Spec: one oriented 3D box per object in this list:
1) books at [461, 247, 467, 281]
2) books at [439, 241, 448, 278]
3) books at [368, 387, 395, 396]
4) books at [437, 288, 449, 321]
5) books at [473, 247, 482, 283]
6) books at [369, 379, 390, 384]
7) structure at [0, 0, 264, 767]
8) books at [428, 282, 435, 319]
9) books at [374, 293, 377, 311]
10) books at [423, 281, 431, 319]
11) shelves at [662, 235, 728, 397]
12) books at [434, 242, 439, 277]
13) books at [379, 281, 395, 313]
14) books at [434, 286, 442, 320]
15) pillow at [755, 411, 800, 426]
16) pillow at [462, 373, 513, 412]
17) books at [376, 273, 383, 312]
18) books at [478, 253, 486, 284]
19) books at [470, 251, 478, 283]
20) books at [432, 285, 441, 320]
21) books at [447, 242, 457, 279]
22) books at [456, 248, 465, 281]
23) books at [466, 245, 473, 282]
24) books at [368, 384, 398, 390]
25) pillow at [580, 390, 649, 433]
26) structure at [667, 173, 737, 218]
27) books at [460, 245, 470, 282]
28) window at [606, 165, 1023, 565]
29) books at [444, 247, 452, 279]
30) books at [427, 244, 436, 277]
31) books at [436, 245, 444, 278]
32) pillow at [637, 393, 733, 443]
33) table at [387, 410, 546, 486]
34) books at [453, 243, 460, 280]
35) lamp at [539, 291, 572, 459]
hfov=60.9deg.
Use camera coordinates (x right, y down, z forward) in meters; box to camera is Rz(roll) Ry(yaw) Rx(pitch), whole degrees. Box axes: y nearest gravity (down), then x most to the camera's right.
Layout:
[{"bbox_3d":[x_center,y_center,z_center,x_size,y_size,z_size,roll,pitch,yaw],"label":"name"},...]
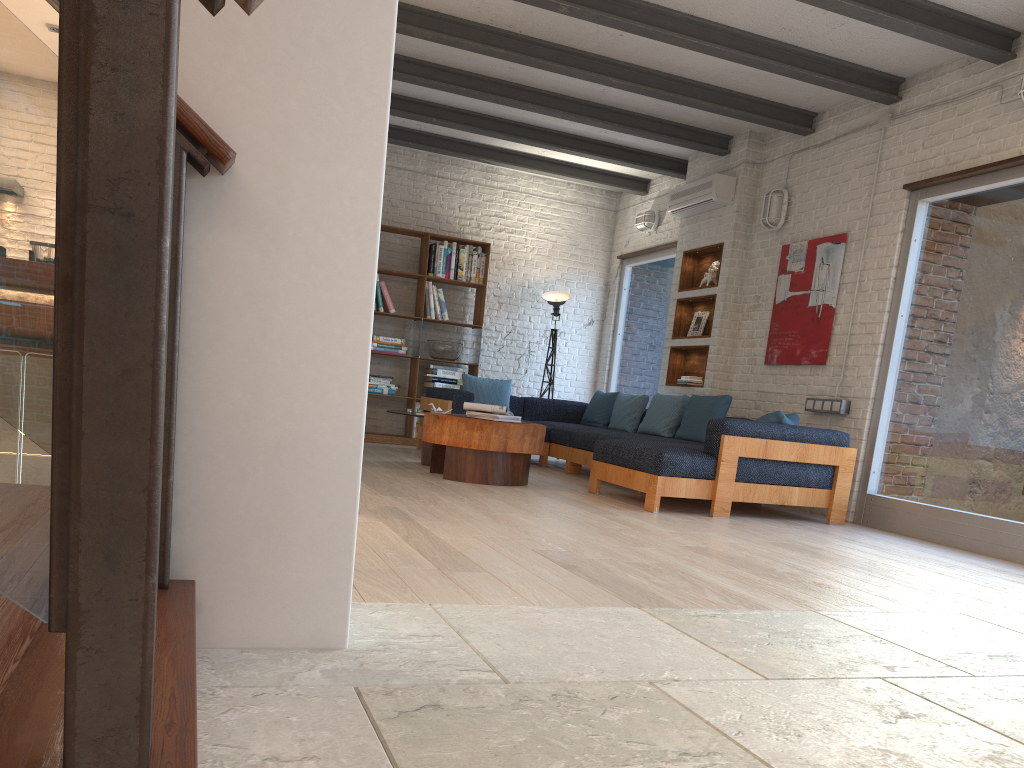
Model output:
[{"bbox_3d":[-0.544,-1.260,9.268,0.021,0.366,0.265,3,7,-20],"label":"books"},{"bbox_3d":[-0.744,-1.296,9.186,0.036,0.391,0.238,3,7,-20],"label":"books"},{"bbox_3d":[-1.404,0.075,9.228,0.327,0.056,0.250,6,0,-10],"label":"books"},{"bbox_3d":[-0.768,-0.836,9.270,0.159,0.335,0.248,3,6,-20],"label":"books"},{"bbox_3d":[-0.393,-1.256,9.323,0.036,0.391,0.238,3,7,-20],"label":"books"},{"bbox_3d":[-1.407,-0.027,9.230,0.207,0.034,0.130,6,0,-20],"label":"books"},{"bbox_3d":[-1.106,-1.559,2.009,10.202,4.210,13.591,6,0,-20],"label":"structure"},{"bbox_3d":[-0.879,-0.874,9.218,0.104,0.391,0.238,3,7,-20],"label":"books"},{"bbox_3d":[-1.465,-0.919,9.042,0.103,0.340,0.248,3,7,-20],"label":"books"},{"bbox_3d":[-0.922,-0.880,9.227,0.102,0.391,0.238,3,7,-20],"label":"books"},{"bbox_3d":[1.751,-0.574,8.048,0.193,1.455,0.749,3,8,-20],"label":"shelves"},{"bbox_3d":[-0.830,-1.292,9.171,0.021,0.366,0.265,3,7,-20],"label":"books"},{"bbox_3d":[-1.325,-0.895,9.087,0.195,0.325,0.248,4,6,-20],"label":"books"},{"bbox_3d":[-0.817,-0.850,9.265,0.125,0.355,0.265,3,6,-20],"label":"books"},{"bbox_3d":[1.803,0.348,6.168,0.372,0.334,0.562,8,3,30],"label":"pillow"},{"bbox_3d":[-0.252,0.125,8.747,0.558,0.417,0.218,5,7,-21],"label":"pillow"},{"bbox_3d":[-1.400,-0.935,9.028,0.122,0.389,0.238,3,7,-20],"label":"books"},{"bbox_3d":[-0.356,-1.223,9.359,0.056,0.336,0.248,3,7,-20],"label":"books"},{"bbox_3d":[-0.439,-1.233,9.305,0.056,0.336,0.248,3,7,-20],"label":"books"},{"bbox_3d":[-0.835,-0.852,9.249,0.125,0.355,0.265,3,6,-20],"label":"books"},{"bbox_3d":[-0.654,-1.286,9.214,0.036,0.391,0.238,3,7,-20],"label":"books"},{"bbox_3d":[-0.577,-1.249,9.243,0.056,0.336,0.248,3,7,-20],"label":"books"},{"bbox_3d":[-0.481,-1.266,9.289,0.036,0.391,0.238,3,7,-20],"label":"books"},{"bbox_3d":[-1.422,0.026,9.221,0.381,0.037,0.239,6,-1,-20],"label":"books"},{"bbox_3d":[1.009,0.270,8.689,0.244,0.405,1.085,3,1,-21],"label":"pillow"},{"bbox_3d":[1.679,-1.675,7.805,0.201,0.223,0.799,4,1,-20],"label":"structure"},{"bbox_3d":[-0.520,-1.270,9.289,0.036,0.391,0.238,3,7,-20],"label":"books"},{"bbox_3d":[3.667,-2.128,4.109,0.649,6.507,12.094,3,3,-20],"label":"window"},{"bbox_3d":[-0.708,-1.264,9.221,0.056,0.336,0.248,3,7,-20],"label":"books"},{"bbox_3d":[-0.868,-1.282,9.160,0.056,0.336,0.248,3,7,-20],"label":"books"},{"bbox_3d":[-0.789,-1.273,9.171,0.056,0.336,0.248,3,7,-20],"label":"books"},{"bbox_3d":[1.454,0.277,7.435,0.255,0.423,1.188,4,1,-21],"label":"pillow"},{"bbox_3d":[-0.424,0.469,6.897,1.081,0.454,1.797,6,0,-15],"label":"table"},{"bbox_3d":[-0.623,-1.282,9.236,0.036,0.391,0.238,3,7,-20],"label":"books"},{"bbox_3d":[0.612,-0.083,9.533,0.852,1.882,0.503,13,11,41],"label":"lamp"}]
